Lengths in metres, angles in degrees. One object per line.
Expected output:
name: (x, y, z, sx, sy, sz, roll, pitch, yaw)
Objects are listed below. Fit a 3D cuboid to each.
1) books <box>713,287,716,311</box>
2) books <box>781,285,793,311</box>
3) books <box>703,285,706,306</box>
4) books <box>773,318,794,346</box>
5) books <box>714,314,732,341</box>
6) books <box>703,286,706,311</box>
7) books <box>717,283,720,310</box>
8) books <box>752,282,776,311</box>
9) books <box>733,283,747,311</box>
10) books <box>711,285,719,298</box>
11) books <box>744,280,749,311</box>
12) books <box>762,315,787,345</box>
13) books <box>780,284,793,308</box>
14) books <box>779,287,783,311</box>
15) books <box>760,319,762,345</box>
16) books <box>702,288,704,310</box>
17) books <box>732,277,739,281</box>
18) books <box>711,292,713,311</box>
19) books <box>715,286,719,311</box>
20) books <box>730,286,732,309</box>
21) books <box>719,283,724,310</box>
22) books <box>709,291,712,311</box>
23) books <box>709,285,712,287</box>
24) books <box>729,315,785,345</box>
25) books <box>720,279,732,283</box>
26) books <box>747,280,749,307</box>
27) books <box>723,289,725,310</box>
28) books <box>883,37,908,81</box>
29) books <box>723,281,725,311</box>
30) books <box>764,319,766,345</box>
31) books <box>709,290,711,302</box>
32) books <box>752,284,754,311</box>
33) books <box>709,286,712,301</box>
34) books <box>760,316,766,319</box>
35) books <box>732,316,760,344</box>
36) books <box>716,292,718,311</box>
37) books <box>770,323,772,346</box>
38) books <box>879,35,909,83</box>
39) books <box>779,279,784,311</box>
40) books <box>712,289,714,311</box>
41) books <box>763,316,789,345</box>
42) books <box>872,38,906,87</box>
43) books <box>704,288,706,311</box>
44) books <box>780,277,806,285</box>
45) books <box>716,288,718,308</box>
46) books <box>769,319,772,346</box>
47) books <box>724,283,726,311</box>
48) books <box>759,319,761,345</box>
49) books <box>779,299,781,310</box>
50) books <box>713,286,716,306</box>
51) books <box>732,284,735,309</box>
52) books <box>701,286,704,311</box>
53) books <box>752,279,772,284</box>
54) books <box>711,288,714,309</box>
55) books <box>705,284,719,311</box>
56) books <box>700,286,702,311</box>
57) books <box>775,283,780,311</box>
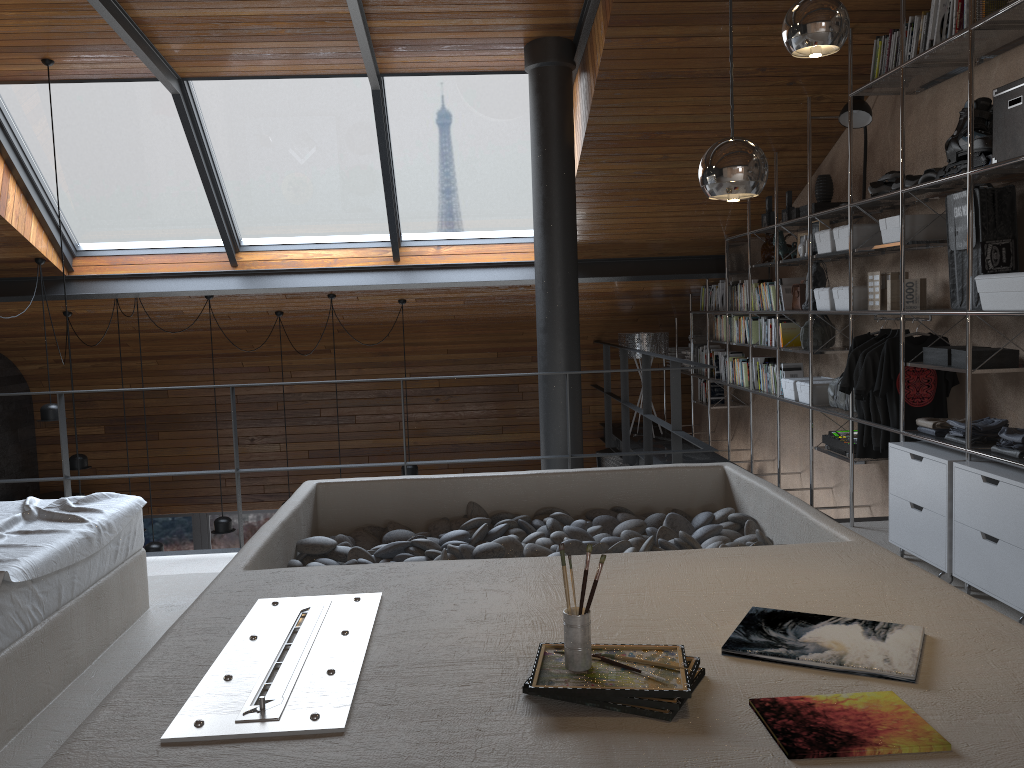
books: (1.801, -0.731, 7.616, 0.131, 0.202, 0.068, -2, 5, -3)
books: (1.880, -0.581, 5.987, 0.112, 0.169, 0.068, -2, 5, -3)
books: (1.800, -0.773, 7.983, 0.148, 0.229, 0.073, -2, 5, -3)
books: (1.907, -0.363, 6.223, 0.148, 0.190, 0.013, -2, 5, -3)
books: (1.807, -0.477, 7.478, 0.130, 0.216, 0.311, -2, 5, -3)
books: (1.801, -0.770, 7.956, 0.160, 0.228, 0.080, -2, 5, -3)
books: (1.800, -0.734, 7.434, 0.148, 0.229, 0.073, -2, 5, -3)
books: (1.857, -0.625, 6.341, 0.139, 0.206, 0.497, -2, 5, -3)
books: (1.825, -0.686, 7.000, 0.131, 0.216, 0.509, -2, 5, -3)
books: (1.786, -0.746, 7.677, 0.122, 0.227, 0.076, -2, 5, -3)
books: (1.835, -0.669, 6.691, 0.148, 0.233, 0.053, -2, 5, -3)
books: (1.916, -0.392, 6.465, 0.191, 0.207, 0.012, -2, 5, -3)
books: (1.886, -0.585, 5.999, 0.117, 0.176, 0.074, -2, 5, -3)
books: (1.883, -0.583, 6.046, 0.119, 0.166, 0.072, -2, 5, -3)
books: (1.902, -0.384, 6.479, 0.169, 0.189, 0.018, -2, 5, -3)
books: (1.791, -0.768, 7.999, 0.149, 0.202, 0.067, -2, 5, -4)
books: (1.843, -0.723, 7.124, 0.143, 0.268, 0.020, -2, 5, -3)
books: (1.783, -0.719, 7.663, 0.112, 0.173, 0.054, -2, 5, -3)
books: (1.803, -0.733, 7.572, 0.133, 0.215, 0.070, -2, 5, -3)
books: (1.834, -0.694, 7.155, 0.148, 0.206, 0.018, -2, 5, -3)
books: (1.803, -0.731, 7.388, 0.148, 0.229, 0.073, -2, 5, -3)
books: (1.776, -0.721, 7.708, 0.111, 0.171, 0.056, -2, 5, -3)
books: (1.797, -0.763, 7.873, 0.129, 0.226, 0.069, -2, 5, -3)
books: (1.857, -0.425, 6.851, 0.138, 0.212, 1.041, -2, 5, -3)
books: (1.825, -0.752, 7.514, 0.143, 0.264, 0.088, -2, 5, -3)
books: (1.839, -0.666, 6.643, 0.148, 0.232, 0.053, -2, 5, -3)
books: (1.820, -0.703, 7.350, 0.131, 0.178, 0.057, -2, 5, -3)
books: (1.951, -1.637, 4.467, 0.146, 0.208, 0.071, -2, 5, -3)
books: (1.853, -0.734, 7.378, 0.191, 0.249, 0.077, -2, 5, -3)
books: (1.901, -0.378, 6.412, 0.160, 0.187, 0.021, -2, 5, -3)
books: (1.784, -0.729, 7.744, 0.117, 0.180, 0.059, -2, 5, -3)
books: (1.863, -0.650, 6.620, 0.149, 0.205, 0.049, -2, 5, -4)
books: (1.802, -0.750, 7.752, 0.161, 0.220, 0.074, -2, 5, -3)
books: (1.921, -0.397, 6.518, 0.207, 0.207, 0.010, -2, 5, -3)
books: (1.838, -0.418, 6.828, 0.139, 0.208, 0.494, -2, 5, -3)
books: (1.806, -0.724, 7.544, 0.123, 0.201, 0.071, -2, 5, -3)
books: (1.897, -0.353, 6.275, 0.143, 0.161, 0.019, -2, 5, -3)
books: (1.955, -1.650, 4.502, 0.160, 0.228, 0.080, -2, 5, -3)
books: (1.903, -0.606, 6.019, 0.161, 0.215, 0.092, -2, 5, -3)
books: (1.797, -0.729, 7.647, 0.138, 0.189, 0.065, -2, 5, -3)
books: (1.922, -0.390, 6.454, 0.192, 0.204, 0.012, -2, 5, -3)
books: (1.956, -1.657, 4.569, 0.169, 0.229, 0.077, -2, 5, -3)
books: (1.785, -0.755, 7.933, 0.130, 0.202, 0.063, -2, 5, -3)
books: (1.916, -0.618, 6.012, 0.177, 0.209, 0.082, -2, 5, -3)
books: (1.806, -0.721, 7.562, 0.126, 0.194, 0.064, -2, 5, -3)
books: (1.897, -0.368, 6.289, 0.148, 0.190, 0.013, -2, 5, -3)
books: (1.823, -0.719, 7.310, 0.148, 0.233, 0.053, -2, 5, -3)
books: (1.884, -0.386, 6.506, 0.148, 0.190, 0.013, -2, 5, -3)
books: (1.886, -0.599, 6.063, 0.127, 0.192, 0.079, -2, 5, -3)
books: (1.799, -0.737, 7.629, 0.137, 0.213, 0.068, -2, 5, -3)
books: (1.826, -0.703, 7.109, 0.129, 0.231, 0.010, -2, 5, -3)
books: (1.803, -0.776, 8.022, 0.169, 0.229, 0.077, -2, 5, -3)
books: (1.871, -0.664, 6.609, 0.148, 0.232, 0.053, -2, 5, -3)
books: (1.780, -0.730, 7.668, 0.111, 0.194, 0.059, -2, 5, -3)
books: (1.792, -0.769, 7.887, 0.143, 0.233, 0.081, -2, 5, -3)
books: (1.785, -0.778, 8.049, 0.148, 0.229, 0.073, -2, 5, -3)
books: (1.878, -0.599, 6.074, 0.127, 0.192, 0.079, -2, 5, -3)
